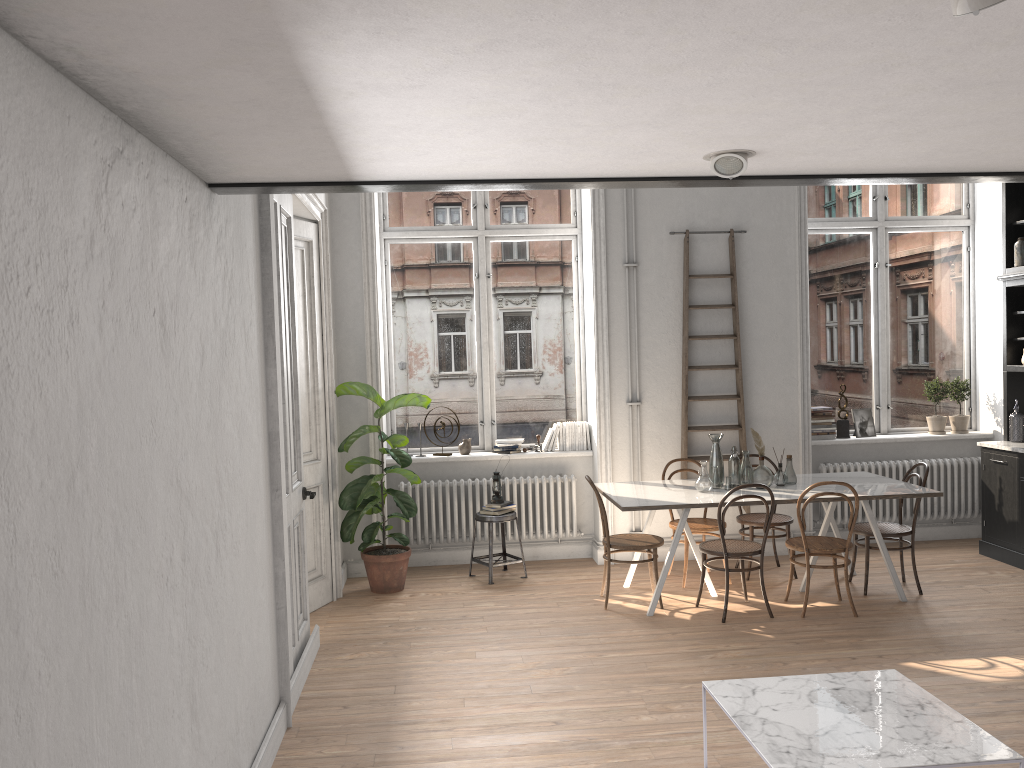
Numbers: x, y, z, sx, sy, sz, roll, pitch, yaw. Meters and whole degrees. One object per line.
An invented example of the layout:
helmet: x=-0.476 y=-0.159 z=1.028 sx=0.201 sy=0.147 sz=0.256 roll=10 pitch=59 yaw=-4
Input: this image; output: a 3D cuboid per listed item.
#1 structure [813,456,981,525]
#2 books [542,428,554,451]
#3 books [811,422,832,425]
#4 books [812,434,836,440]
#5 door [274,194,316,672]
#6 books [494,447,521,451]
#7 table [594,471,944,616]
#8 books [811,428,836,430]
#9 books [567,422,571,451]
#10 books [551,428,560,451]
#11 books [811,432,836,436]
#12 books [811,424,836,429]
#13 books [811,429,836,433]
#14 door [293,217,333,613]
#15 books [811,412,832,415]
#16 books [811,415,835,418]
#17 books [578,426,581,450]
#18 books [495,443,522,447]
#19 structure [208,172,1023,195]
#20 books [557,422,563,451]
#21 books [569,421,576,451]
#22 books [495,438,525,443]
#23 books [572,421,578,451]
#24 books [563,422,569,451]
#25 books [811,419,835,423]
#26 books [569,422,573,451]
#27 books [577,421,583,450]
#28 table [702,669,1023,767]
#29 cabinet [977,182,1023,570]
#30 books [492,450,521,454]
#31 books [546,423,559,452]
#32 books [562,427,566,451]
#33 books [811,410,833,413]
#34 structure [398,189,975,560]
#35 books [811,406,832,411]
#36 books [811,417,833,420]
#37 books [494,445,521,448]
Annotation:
structure: x=3.447 y=0.949 z=7.910 sx=1.577 sy=0.552 sz=0.194 roll=-2 pitch=2 yaw=-5
books: x=0.314 y=0.488 z=7.796 sx=0.105 sy=0.194 sz=0.155 roll=-2 pitch=2 yaw=-6
books: x=2.762 y=0.352 z=7.985 sx=0.205 sy=0.022 sz=0.155 roll=-1 pitch=2 yaw=9
books: x=2.751 y=0.474 z=7.978 sx=0.248 sy=0.043 sz=0.192 roll=-2 pitch=2 yaw=-5
door: x=-1.286 y=0.266 z=4.944 sx=0.216 sy=2.815 sz=1.096 roll=-2 pitch=2 yaw=-3
books: x=-0.039 y=0.566 z=7.751 sx=0.205 sy=0.022 sz=0.155 roll=-1 pitch=2 yaw=15
table: x=1.781 y=1.140 z=6.454 sx=2.200 sy=0.780 sz=1.100 roll=-2 pitch=2 yaw=-5
books: x=2.759 y=0.398 z=7.990 sx=0.255 sy=0.014 sz=0.192 roll=-2 pitch=2 yaw=-2
books: x=0.495 y=0.459 z=7.806 sx=0.019 sy=0.244 sz=0.174 roll=-2 pitch=2 yaw=-5
books: x=0.378 y=0.483 z=7.799 sx=0.072 sy=0.203 sz=0.155 roll=-2 pitch=2 yaw=-5
books: x=2.752 y=0.441 z=7.976 sx=0.249 sy=0.023 sz=0.175 roll=-2 pitch=2 yaw=-9
books: x=2.758 y=0.377 z=7.990 sx=0.245 sy=0.028 sz=0.193 roll=-2 pitch=2 yaw=-10
books: x=2.751 y=0.418 z=7.975 sx=0.249 sy=0.023 sz=0.175 roll=-2 pitch=2 yaw=-4
door: x=-1.552 y=0.236 z=6.087 sx=0.216 sy=2.815 sz=1.096 roll=-1 pitch=2 yaw=20
books: x=2.746 y=0.266 z=7.981 sx=0.231 sy=0.023 sz=0.162 roll=-1 pitch=2 yaw=11
books: x=2.755 y=0.287 z=7.982 sx=0.243 sy=0.019 sz=0.174 roll=-2 pitch=2 yaw=-5
books: x=0.580 y=0.475 z=7.816 sx=0.020 sy=0.205 sz=0.155 roll=-2 pitch=2 yaw=-5
books: x=-0.035 y=0.524 z=7.736 sx=0.205 sy=0.020 sz=0.155 roll=-2 pitch=2 yaw=-15
structure: x=1.977 y=-1.370 z=1.567 sx=5.927 sy=1.213 sz=4.156 roll=-2 pitch=2 yaw=-5
books: x=0.423 y=0.461 z=7.822 sx=0.024 sy=0.243 sz=0.175 roll=-2 pitch=2 yaw=-5
books: x=0.534 y=0.457 z=7.832 sx=0.024 sy=0.243 sz=0.175 roll=-2 pitch=2 yaw=-5
books: x=-0.018 y=0.497 z=7.757 sx=0.244 sy=0.019 sz=0.174 roll=-2 pitch=2 yaw=5
books: x=0.557 y=0.457 z=7.812 sx=0.019 sy=0.244 sz=0.174 roll=-2 pitch=2 yaw=-5
books: x=0.474 y=0.460 z=7.796 sx=0.024 sy=0.243 sz=0.175 roll=-2 pitch=2 yaw=-5
books: x=2.764 y=0.329 z=7.990 sx=0.222 sy=0.024 sz=0.158 roll=-2 pitch=2 yaw=-5
books: x=0.513 y=0.458 z=7.825 sx=0.019 sy=0.244 sz=0.174 roll=-2 pitch=2 yaw=-5
books: x=0.600 y=0.455 z=7.837 sx=0.024 sy=0.243 sz=0.175 roll=-2 pitch=2 yaw=-5
table: x=1.268 y=1.450 z=3.369 sx=0.849 sy=0.392 sz=0.849 roll=-2 pitch=2 yaw=-5
cabinet: x=4.310 y=-0.319 z=5.807 sx=0.635 sy=3.584 sz=3.249 roll=-2 pitch=2 yaw=-5
books: x=-0.045 y=0.589 z=7.755 sx=0.221 sy=0.023 sz=0.147 roll=0 pitch=3 yaw=44
books: x=0.352 y=0.467 z=7.794 sx=0.100 sy=0.235 sz=0.174 roll=-2 pitch=2 yaw=-5
books: x=0.451 y=0.480 z=7.805 sx=0.020 sy=0.205 sz=0.155 roll=-2 pitch=2 yaw=-5
books: x=2.759 y=0.244 z=7.981 sx=0.205 sy=0.020 sz=0.155 roll=-2 pitch=2 yaw=-5
structure: x=1.562 y=-0.739 z=7.608 sx=5.181 sy=4.475 sz=0.340 roll=-2 pitch=2 yaw=-5
books: x=2.752 y=0.222 z=7.989 sx=0.201 sy=0.024 sz=0.159 roll=-2 pitch=2 yaw=-15
books: x=2.761 y=0.307 z=7.983 sx=0.205 sy=0.022 sz=0.155 roll=-2 pitch=2 yaw=-10
books: x=-0.037 y=0.544 z=7.749 sx=0.221 sy=0.023 sz=0.147 roll=-1 pitch=2 yaw=11
